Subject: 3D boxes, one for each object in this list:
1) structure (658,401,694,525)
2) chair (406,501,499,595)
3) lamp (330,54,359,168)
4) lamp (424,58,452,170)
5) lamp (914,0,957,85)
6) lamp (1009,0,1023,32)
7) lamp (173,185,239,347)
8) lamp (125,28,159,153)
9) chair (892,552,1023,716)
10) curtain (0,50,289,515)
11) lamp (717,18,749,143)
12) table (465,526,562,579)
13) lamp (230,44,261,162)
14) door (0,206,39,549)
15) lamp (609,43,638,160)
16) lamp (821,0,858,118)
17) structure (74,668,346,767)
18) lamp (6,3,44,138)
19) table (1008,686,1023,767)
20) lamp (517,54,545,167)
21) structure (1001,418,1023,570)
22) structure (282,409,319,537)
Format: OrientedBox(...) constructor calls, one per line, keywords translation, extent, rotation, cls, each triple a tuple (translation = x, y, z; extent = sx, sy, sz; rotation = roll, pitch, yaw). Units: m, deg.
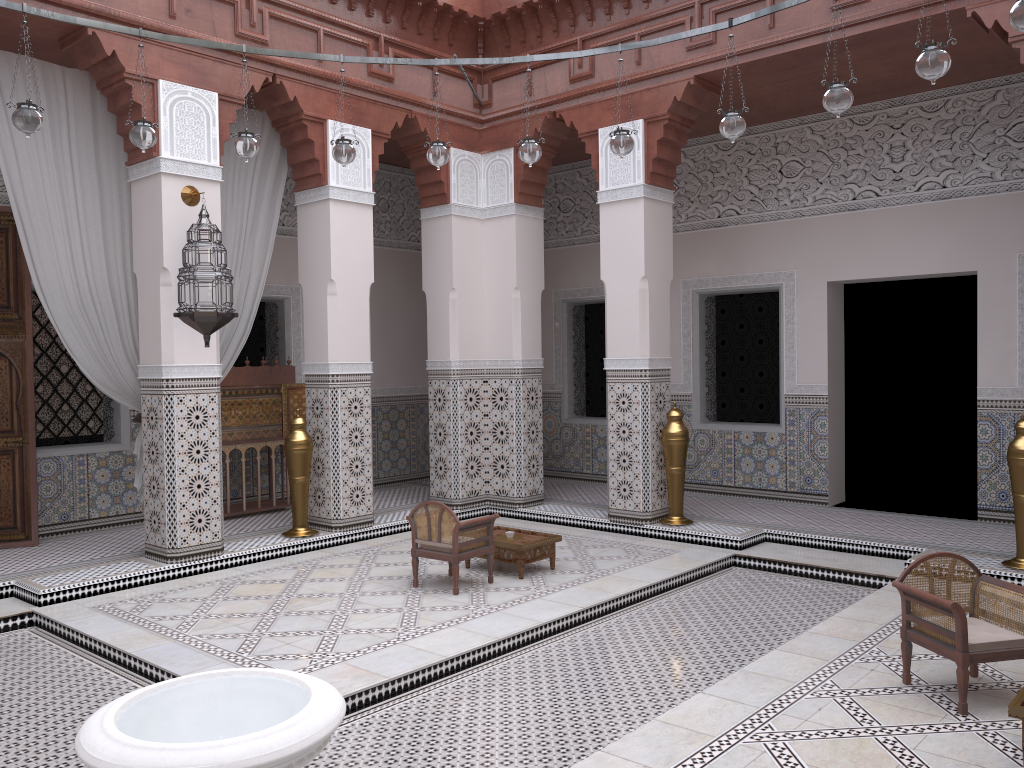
OrientedBox(translation=(0.729, 0.347, 3.953), extent=(0.156, 0.539, 0.156), rotation=(-1, 1, 2), cls="structure")
OrientedBox(translation=(-0.210, 0.557, 3.138), extent=(0.263, 0.313, 0.208), rotation=(0, 2, 37), cls="chair")
OrientedBox(translation=(-0.559, -0.900, 2.940), extent=(0.090, 0.371, 0.091), rotation=(0, 2, 41), cls="lamp")
OrientedBox(translation=(-0.251, -0.906, 2.989), extent=(0.090, 0.371, 0.091), rotation=(0, 2, 41), cls="lamp")
OrientedBox(translation=(1.015, -0.903, 2.124), extent=(0.091, 0.371, 0.090), rotation=(0, 2, 26), cls="lamp")
OrientedBox(translation=(1.061, -0.896, 1.807), extent=(0.091, 0.371, 0.090), rotation=(-2, 2, -34), cls="lamp")
OrientedBox(translation=(-1.135, -0.444, 3.282), extent=(0.217, 0.618, 0.216), rotation=(0, 2, 41), cls="lamp")
OrientedBox(translation=(-1.121, -0.885, 2.684), extent=(0.090, 0.371, 0.091), rotation=(0, 2, 16), cls="lamp")
OrientedBox(translation=(1.059, 0.566, 2.056), extent=(0.263, 0.313, 0.208), rotation=(-1, 2, -13), cls="chair")
OrientedBox(translation=(-1.402, -0.301, 3.528), extent=(0.048, 1.761, 1.304), rotation=(0, 2, 42), cls="curtain")
OrientedBox(translation=(0.671, -0.912, 2.670), extent=(0.091, 0.371, 0.090), rotation=(0, 2, 26), cls="lamp")
OrientedBox(translation=(-0.009, 0.634, 3.373), extent=(0.330, 0.142, 0.229), rotation=(0, 2, 41), cls="table")
OrientedBox(translation=(-0.852, -0.893, 2.833), extent=(0.090, 0.371, 0.091), rotation=(0, 2, 26), cls="lamp")
OrientedBox(translation=(-2.537, -0.043, 3.339), extent=(0.419, 1.461, 1.244), rotation=(0, 2, 41), cls="door")
OrientedBox(translation=(0.356, -0.913, 2.878), extent=(0.091, 0.371, 0.090), rotation=(-2, 2, -24), cls="lamp")
OrientedBox(translation=(0.891, -0.909, 2.407), extent=(0.091, 0.371, 0.090), rotation=(0, 2, 26), cls="lamp")
OrientedBox(translation=(-0.494, 0.701, 1.515), extent=(0.501, 0.310, 0.528), rotation=(0, 2, 41), cls="structure")
OrientedBox(translation=(-1.365, -0.876, 2.488), extent=(0.090, 0.371, 0.091), rotation=(-1, 1, 6), cls="lamp")
OrientedBox(translation=(1.131, 0.661, 1.643), extent=(0.330, 0.142, 0.229), rotation=(0, 2, 41), cls="table")
OrientedBox(translation=(0.060, -0.910, 2.967), extent=(0.091, 0.371, 0.090), rotation=(-2, 2, -34), cls="lamp")
OrientedBox(translation=(1.765, 0.354, 3.038), extent=(0.156, 0.539, 0.156), rotation=(-1, 1, 2), cls="structure")
OrientedBox(translation=(-0.916, 0.376, 3.818), extent=(0.156, 0.539, 0.156), rotation=(-2, 2, -43), cls="structure")
